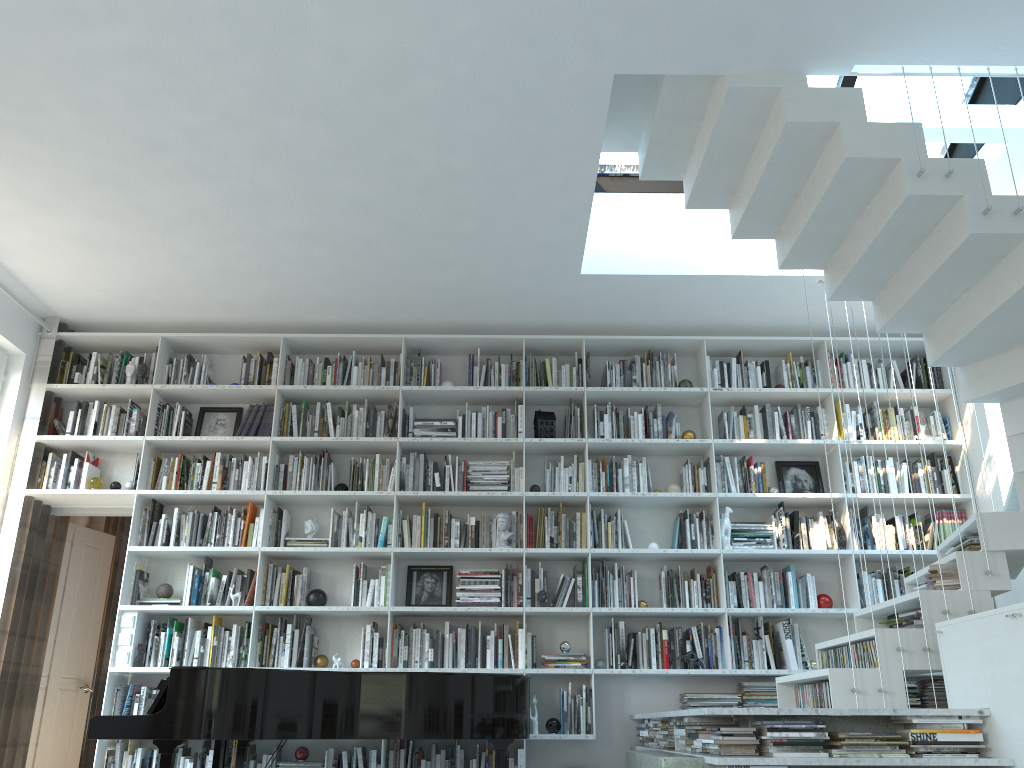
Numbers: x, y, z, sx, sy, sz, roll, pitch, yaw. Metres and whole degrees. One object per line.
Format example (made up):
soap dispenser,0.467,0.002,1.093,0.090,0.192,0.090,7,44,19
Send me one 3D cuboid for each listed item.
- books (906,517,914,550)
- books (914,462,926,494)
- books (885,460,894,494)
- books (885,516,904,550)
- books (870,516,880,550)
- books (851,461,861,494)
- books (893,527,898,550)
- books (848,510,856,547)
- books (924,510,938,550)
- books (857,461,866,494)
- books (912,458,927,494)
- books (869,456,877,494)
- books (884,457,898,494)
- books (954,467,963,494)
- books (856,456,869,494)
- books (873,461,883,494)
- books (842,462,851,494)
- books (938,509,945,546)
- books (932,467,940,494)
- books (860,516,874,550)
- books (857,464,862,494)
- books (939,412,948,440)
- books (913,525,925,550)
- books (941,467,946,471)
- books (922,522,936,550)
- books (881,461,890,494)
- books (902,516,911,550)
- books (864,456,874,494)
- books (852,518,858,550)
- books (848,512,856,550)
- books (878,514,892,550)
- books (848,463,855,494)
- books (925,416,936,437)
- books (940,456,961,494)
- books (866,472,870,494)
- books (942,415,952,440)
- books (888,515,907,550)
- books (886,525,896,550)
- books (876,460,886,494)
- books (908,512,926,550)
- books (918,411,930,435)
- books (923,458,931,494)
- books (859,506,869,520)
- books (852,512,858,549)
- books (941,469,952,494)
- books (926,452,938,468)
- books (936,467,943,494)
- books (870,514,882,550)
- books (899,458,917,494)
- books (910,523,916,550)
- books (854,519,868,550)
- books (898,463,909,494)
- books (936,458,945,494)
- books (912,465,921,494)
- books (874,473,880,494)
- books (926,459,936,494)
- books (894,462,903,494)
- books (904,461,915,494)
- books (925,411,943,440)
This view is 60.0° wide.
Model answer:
books,2.625,1.025,5.910,0.025,0.247,0.134,0,-21,0
books,2.756,0.678,6.033,0.025,0.251,0.160,0,-21,0
books,2.532,0.666,6.020,0.022,0.261,0.173,0,-21,0
books,2.538,1.018,5.889,0.022,0.246,0.181,0,-21,0
books,2.384,1.016,5.884,0.026,0.244,0.181,0,-21,0
books,2.308,0.669,6.007,0.023,0.246,0.182,0,-21,0
books,2.512,1.053,5.893,0.030,0.183,0.137,0,-21,0
books,2.245,1.000,5.909,0.010,0.292,0.165,0,-21,0
books,2.787,1.000,5.899,0.072,0.290,0.170,0,-21,0
books,2.344,0.669,6.019,0.026,0.255,0.174,0,-21,0
books,2.775,0.660,6.030,0.012,0.282,0.152,0,-21,0
books,2.427,0.653,6.027,0.012,0.291,0.166,0,-21,0
books,2.559,0.658,6.028,0.030,0.282,0.167,0,-21,0
books,2.999,0.691,6.018,0.021,0.218,0.185,0,-21,0
books,2.364,0.650,6.012,0.014,0.284,0.186,0,-21,0
books,2.466,0.668,6.022,0.013,0.259,0.159,0,-21,0
books,2.264,0.671,6.022,0.012,0.253,0.161,0,-21,0
books,2.825,0.998,5.900,0.033,0.293,0.170,0,-21,0
books,2.835,0.691,6.010,0.025,0.210,0.189,0,-21,0
books,2.347,1.017,5.884,0.022,0.242,0.171,0,-21,0
books,2.325,0.679,6.022,0.011,0.238,0.173,0,-21,0
books,2.965,0.340,6.161,0.040,0.245,0.160,0,-21,0
books,2.664,1.043,5.863,0.024,0.180,0.191,0,-21,0
books,2.938,0.696,6.047,0.024,0.229,0.131,0,-21,0
books,2.747,1.036,5.884,0.088,0.216,0.167,0,-21,0
books,2.509,0.669,6.021,0.024,0.258,0.157,0,-21,0
books,2.607,1.021,5.908,0.012,0.253,0.161,0,-21,0
books,2.410,0.655,6.038,0.022,0.296,0.162,0,-21,0
books,2.255,1.025,5.900,0.010,0.238,0.148,0,-21,0
books,2.228,1.002,5.892,0.025,0.276,0.161,0,-21,0
books,2.447,1.008,5.886,0.056,0.260,0.177,0,-21,0
books,2.283,0.678,6.034,0.026,0.249,0.161,0,-21,0
books,2.883,0.351,6.146,0.023,0.212,0.181,0,-21,0
books,2.967,0.656,6.030,0.042,0.291,0.187,0,-21,0
books,2.385,0.706,6.025,0.028,0.191,0.137,0,-21,0
books,2.991,0.347,6.139,0.011,0.215,0.170,0,-21,0
books,2.563,1.016,5.901,0.029,0.258,0.172,0,-21,0
books,2.486,1.042,5.874,0.023,0.188,0.170,0,-21,0
books,2.485,0.667,6.032,0.025,0.269,0.153,0,-21,0
books,2.689,1.008,5.906,0.026,0.276,0.170,0,-21,0
books,2.836,0.333,6.155,0.070,0.253,0.155,0,-21,0
books,2.788,0.662,6.026,0.013,0.276,0.188,0,-21,0
books,2.365,0.987,5.915,0.012,0.320,0.142,0,-21,0
books,2.265,1.010,5.916,0.010,0.278,0.148,0,-21,0
books,2.912,0.699,6.008,0.029,0.194,0.193,0,-21,0
books,2.879,0.645,6.055,0.013,0.329,0.140,0,-21,0
books,2.860,0.691,6.021,0.025,0.219,0.178,0,-21,0
books,2.408,1.011,5.898,0.022,0.264,0.158,0,-21,0
books,2.703,0.663,6.049,0.024,0.290,0.133,0,-21,0
books,2.645,1.046,5.905,0.014,0.206,0.139,0,-21,0
books,2.303,1.030,5.908,0.066,0.235,0.144,0,-21,0
books,2.636,0.675,6.016,0.045,0.244,0.177,0,-21,0
books,2.892,0.664,6.039,0.013,0.282,0.149,0,-21,0
books,2.729,0.689,6.040,0.028,0.236,0.146,0,-21,0
books,2.446,0.711,6.020,0.027,0.179,0.157,0,-21,0
books,2.808,0.665,6.022,0.028,0.267,0.174,0,-21,0
books,2.608,0.678,6.037,0.012,0.253,0.161,0,-21,0
books,2.670,0.671,6.024,0.023,0.257,0.184,0,-21,0
books,2.931,0.334,6.163,0.029,0.257,0.163,0,-21,0
